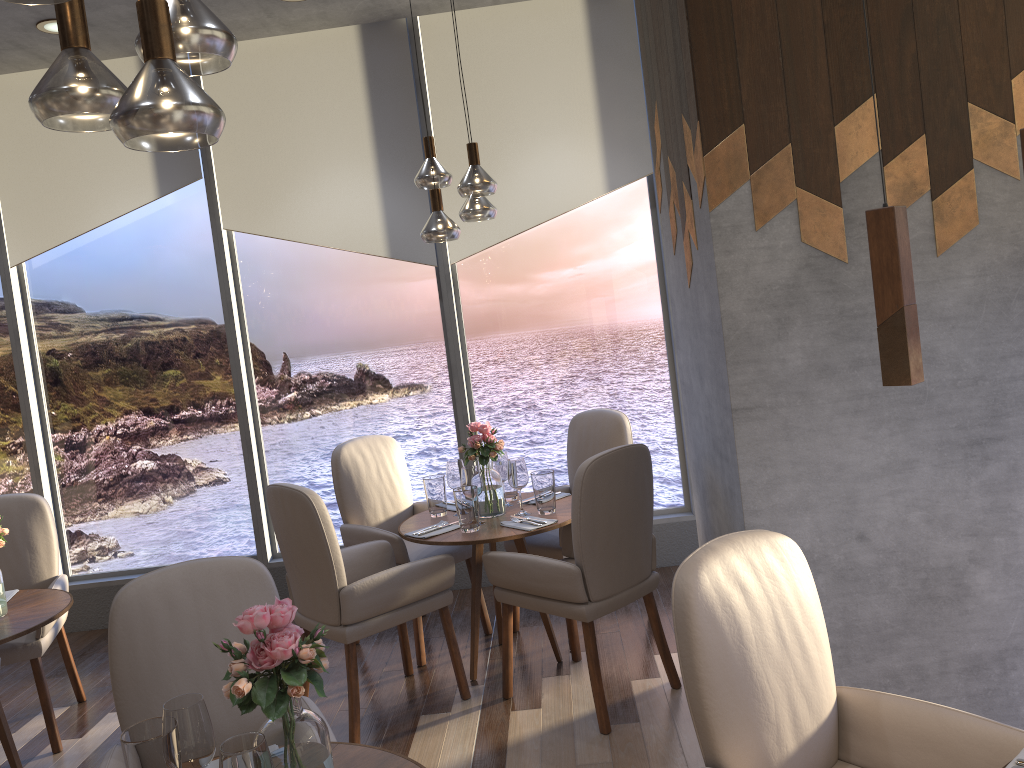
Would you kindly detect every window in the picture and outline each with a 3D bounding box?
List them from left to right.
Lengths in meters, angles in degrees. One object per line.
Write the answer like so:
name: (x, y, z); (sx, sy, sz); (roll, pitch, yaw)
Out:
window: (-0.764, -0.396, 2.202); (8.083, 3.193, 16.106); (-11, 6, -42)

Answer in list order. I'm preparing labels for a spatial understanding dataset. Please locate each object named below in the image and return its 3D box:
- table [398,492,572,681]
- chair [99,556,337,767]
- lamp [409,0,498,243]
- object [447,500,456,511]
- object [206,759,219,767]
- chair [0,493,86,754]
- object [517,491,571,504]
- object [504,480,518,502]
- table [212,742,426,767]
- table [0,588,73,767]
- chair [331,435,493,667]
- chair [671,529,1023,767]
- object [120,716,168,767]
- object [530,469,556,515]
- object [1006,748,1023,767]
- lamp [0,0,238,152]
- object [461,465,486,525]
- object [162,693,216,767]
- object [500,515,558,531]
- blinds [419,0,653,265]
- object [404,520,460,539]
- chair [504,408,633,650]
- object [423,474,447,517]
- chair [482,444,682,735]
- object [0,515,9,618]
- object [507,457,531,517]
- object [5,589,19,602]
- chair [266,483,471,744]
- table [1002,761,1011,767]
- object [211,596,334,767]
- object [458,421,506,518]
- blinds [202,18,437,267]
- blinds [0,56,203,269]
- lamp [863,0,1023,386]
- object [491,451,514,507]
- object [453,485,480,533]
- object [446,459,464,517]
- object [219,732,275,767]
table: (-0.043, 0.902, 3.909); (0.834, 0.661, 0.835); (-8, 4, -11)
chair: (-0.677, 0.964, 2.065); (0.529, 0.999, 0.600); (-8, 4, -21)
lamp: (-0.295, -1.278, 3.805); (0.440, 1.324, 0.439); (-9, 4, -30)
object: (-0.235, 0.562, 4.142); (0.158, 0.019, 0.255); (-10, 6, -36)
object: (-0.542, 0.795, 1.795); (0.158, 0.019, 0.255); (-9, 5, -23)
chair: (-2.176, 1.010, 3.767); (0.529, 0.999, 0.600); (-8, 3, -17)
object: (0.133, 0.523, 4.070); (0.256, 0.019, 0.157); (-11, 6, -42)
object: (-0.021, 0.455, 4.149); (0.102, 0.178, 0.102); (-6, 3, 14)
table: (-0.469, 1.151, 1.541); (0.835, 0.661, 0.834); (-9, 4, -23)
table: (-2.002, 1.204, 3.209); (0.836, 0.661, 0.833); (-10, 5, -37)
chair: (-0.517, 0.757, 4.332); (0.530, 0.999, 0.599); (-10, 5, -44)
chair: (0.687, 0.824, 1.715); (0.529, 0.999, 0.599); (-10, 4, -37)
object: (-0.676, 0.741, 1.683); (0.102, 0.178, 0.102); (-8, 3, -17)
object: (0.140, 0.464, 3.795); (0.102, 0.178, 0.102); (-5, 4, 29)
object: (0.931, 0.643, 1.419); (0.158, 0.019, 0.255); (-11, 6, -43)
lamp: (-0.715, -1.030, 1.445); (0.439, 1.324, 0.440); (-7, 3, 10)
object: (-0.165, 0.472, 3.753); (0.092, 0.244, 0.092); (-8, 3, -16)
object: (-0.586, 0.701, 1.626); (0.092, 0.244, 0.092); (-7, 3, -4)
object: (0.055, 0.566, 3.663); (0.158, 0.019, 0.255); (-11, 6, -37)
blinds: (0.075, -2.058, 4.850); (1.173, 2.676, 0.007); (-7, 3, 3)
object: (-0.314, 0.606, 3.738); (0.256, 0.019, 0.157); (-11, 6, -41)
chair: (0.300, 0.659, 4.283); (0.601, 0.999, 0.528); (-10, 4, -40)
object: (-0.342, 0.507, 4.005); (0.102, 0.178, 0.102); (-6, 4, 20)
chair: (0.263, 0.731, 3.474); (0.530, 0.999, 0.599); (-10, 5, -43)
object: (-1.932, 0.651, 3.217); (0.210, 0.415, 0.198); (-9, 4, -25)
object: (0.031, 0.442, 3.823); (0.092, 0.244, 0.092); (-5, 4, 33)
object: (-2.041, 0.844, 3.454); (0.157, 0.019, 0.255); (-8, 5, -14)
chair: (-0.593, 0.831, 3.555); (0.601, 0.999, 0.528); (-10, 4, -40)
table: (1.127, 0.981, 1.197); (0.833, 0.661, 0.836); (-5, 4, 23)
object: (-0.417, 0.595, 1.610); (0.210, 0.415, 0.197); (-10, 4, -40)
object: (-0.117, 0.368, 3.899); (0.210, 0.415, 0.198); (-4, 4, 40)
blinds: (-1.163, -1.908, 4.907); (1.173, 2.676, 0.007); (-7, 3, 3)
blinds: (-2.437, -2.053, 4.949); (1.173, 2.676, 0.007); (-7, 3, 3)
lamp: (0.884, -0.897, 1.102); (0.118, 1.928, 1.160); (-10, 4, -42)
object: (-0.044, 0.434, 4.040); (0.092, 0.244, 0.092); (-7, 3, 5)
object: (-0.182, 0.516, 3.648); (0.102, 0.178, 0.102); (-9, 4, -25)
object: (-0.242, 0.464, 3.971); (0.092, 0.244, 0.092); (-8, 3, -16)
object: (-0.418, 0.696, 1.431); (0.092, 0.244, 0.092); (-10, 4, -42)
